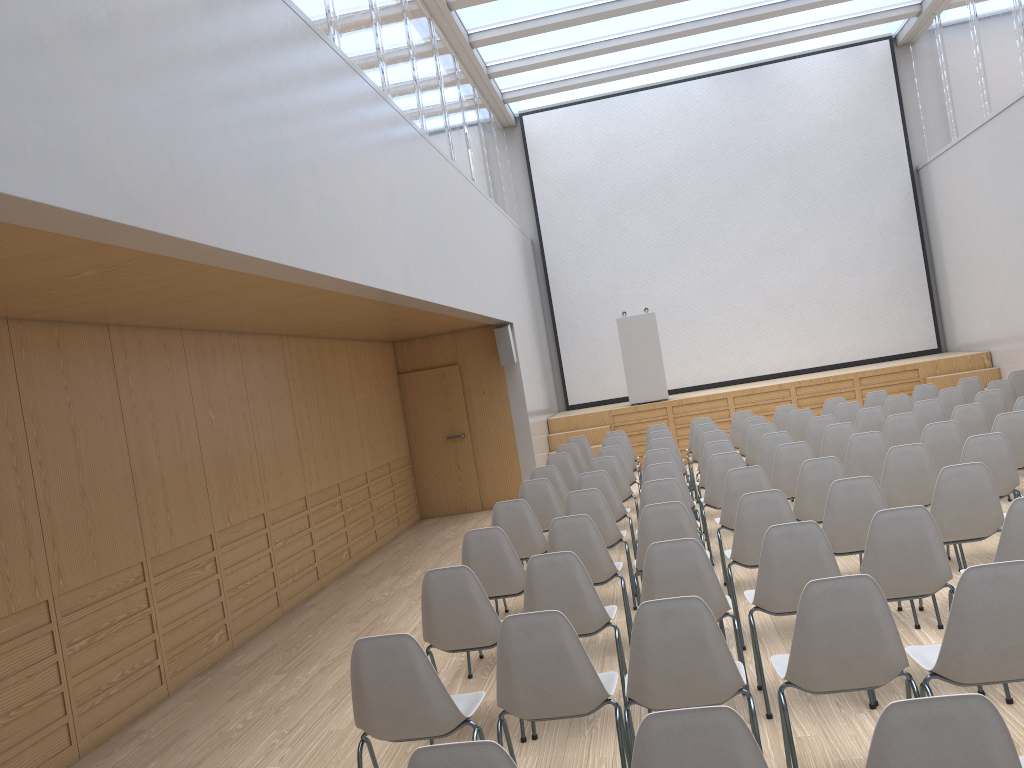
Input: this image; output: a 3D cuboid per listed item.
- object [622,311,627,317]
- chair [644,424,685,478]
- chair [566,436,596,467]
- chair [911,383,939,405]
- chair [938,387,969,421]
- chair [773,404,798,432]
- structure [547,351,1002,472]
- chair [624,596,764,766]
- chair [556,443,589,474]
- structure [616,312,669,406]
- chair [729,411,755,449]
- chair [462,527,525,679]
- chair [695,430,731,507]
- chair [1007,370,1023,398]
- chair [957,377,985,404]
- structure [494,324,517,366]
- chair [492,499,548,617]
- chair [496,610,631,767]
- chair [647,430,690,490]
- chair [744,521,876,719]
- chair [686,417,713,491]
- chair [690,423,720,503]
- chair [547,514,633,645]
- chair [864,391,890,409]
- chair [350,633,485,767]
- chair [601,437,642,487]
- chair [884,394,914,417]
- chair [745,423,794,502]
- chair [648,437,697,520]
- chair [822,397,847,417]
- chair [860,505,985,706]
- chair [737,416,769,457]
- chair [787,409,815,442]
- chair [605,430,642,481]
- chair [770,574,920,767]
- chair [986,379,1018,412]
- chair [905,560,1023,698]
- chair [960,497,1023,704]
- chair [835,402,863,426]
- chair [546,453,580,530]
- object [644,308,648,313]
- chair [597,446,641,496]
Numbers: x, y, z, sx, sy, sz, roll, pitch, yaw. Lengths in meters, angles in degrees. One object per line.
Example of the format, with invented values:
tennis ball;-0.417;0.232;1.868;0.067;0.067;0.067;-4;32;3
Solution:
object;1.799;-0.998;13.954;0.166;0.305;0.252;-9;0;-19
chair;1.888;0.924;11.141;0.479;0.876;0.505;-9;0;9
chair;0.909;1.081;11.340;0.479;0.876;0.505;-9;0;9
chair;4.961;0.429;10.683;0.479;0.876;0.505;-9;0;9
chair;4.768;0.464;9.661;0.479;0.876;0.505;-9;0;9
chair;3.397;0.681;10.917;0.479;0.876;0.505;-9;0;9
structure;3.917;0.530;13.959;6.552;1.027;2.728;-9;0;9
chair;0.647;1.157;3.283;0.479;0.876;0.505;-9;0;9
chair;0.733;1.114;10.385;0.479;0.876;0.505;-9;0;9
structure;2.064;-0.390;13.997;0.605;1.379;0.605;-9;0;9
chair;2.912;0.759;11.044;0.479;0.876;0.505;-9;0;9
chair;-0.064;1.263;5.403;0.479;0.876;0.505;-9;0;9
chair;2.121;0.895;9.099;0.479;0.876;0.505;-9;0;9
chair;5.984;0.264;10.517;0.479;0.876;0.505;-9;0;9
chair;5.458;0.349;10.631;0.479;0.876;0.505;-9;0;9
structure;-0.083;-0.522;11.836;0.196;0.542;0.368;-9;0;9
chair;0.089;1.234;6.411;0.479;0.876;0.505;-9;0;9
chair;0.178;1.232;3.387;0.479;0.876;0.505;-9;0;9
chair;1.752;0.950;10.150;0.479;0.876;0.505;-9;0;9
chair;1.349;1.040;4.181;0.479;0.876;0.505;-9;0;9
chair;2.420;0.838;11.095;0.479;0.876;0.505;-9;0;9
chair;2.270;0.866;10.126;0.479;0.876;0.505;-9;0;9
chair;0.440;1.182;5.341;0.479;0.876;0.505;-9;0;9
chair;4.441;0.513;10.786;0.479;0.876;0.505;-9;0;9
chair;-0.352;1.318;3.404;0.479;0.876;0.505;-9;0;9
chair;1.244;1.032;10.274;0.479;0.876;0.505;-9;0;9
chair;4.256;0.547;9.785;0.479;0.876;0.505;-9;0;9
chair;2.587;0.820;9.043;0.479;0.876;0.505;-9;0;9
chair;1.613;0.976;9.230;0.479;0.876;0.505;-9;0;9
chair;3.949;0.592;10.806;0.479;0.876;0.505;-9;0;9
chair;1.808;0.966;4.135;0.479;0.876;0.505;-9;0;9
chair;2.772;0.786;9.985;0.479;0.876;0.505;-9;0;9
chair;3.266;0.706;9.946;0.479;0.876;0.505;-9;0;9
chair;1.377;1.006;11.182;0.479;0.876;0.505;-9;0;9
chair;1.198;1.068;3.212;0.479;0.876;0.505;-9;0;9
chair;5.274;0.383;9.638;0.479;0.876;0.505;-9;0;9
chair;1.660;0.994;3.077;0.479;0.876;0.505;-9;0;9
chair;2.304;0.886;3.944;0.479;0.876;0.505;-9;0;9
chair;3.764;0.626;9.893;0.479;0.876;0.505;-9;0;9
chair;0.580;1.143;9.387;0.479;0.876;0.505;-9;0;9
object;2.138;-1.053;13.899;0.166;0.305;0.252;-9;0;-19
chair;1.097;1.060;9.244;0.479;0.876;0.505;-9;0;9
